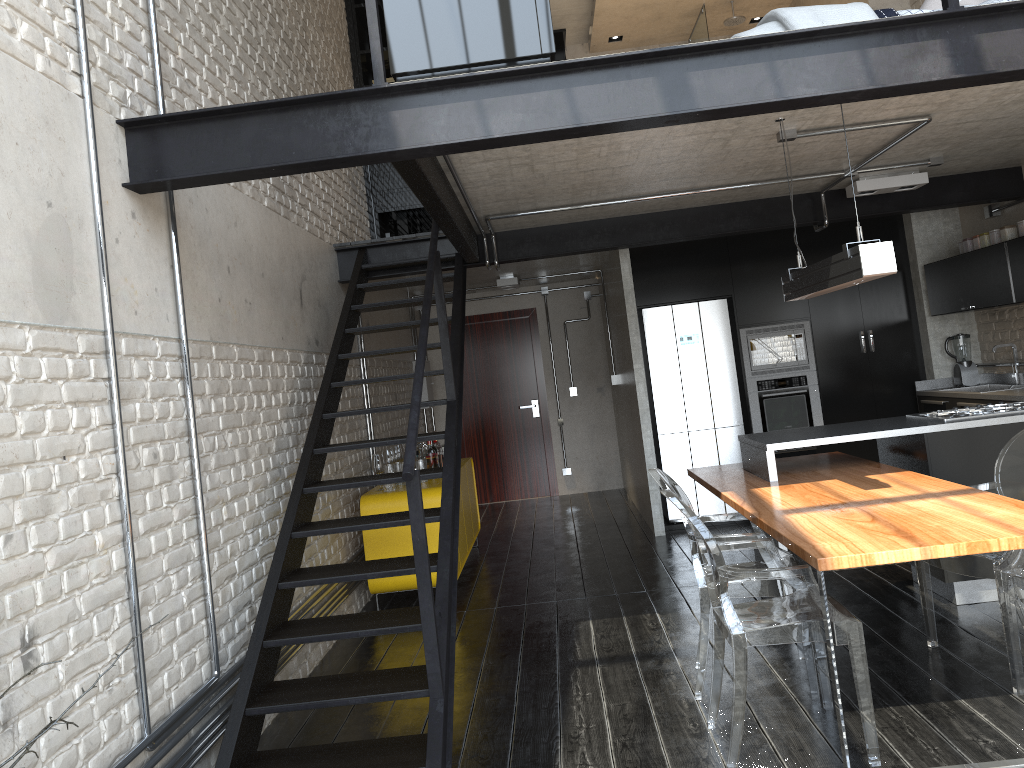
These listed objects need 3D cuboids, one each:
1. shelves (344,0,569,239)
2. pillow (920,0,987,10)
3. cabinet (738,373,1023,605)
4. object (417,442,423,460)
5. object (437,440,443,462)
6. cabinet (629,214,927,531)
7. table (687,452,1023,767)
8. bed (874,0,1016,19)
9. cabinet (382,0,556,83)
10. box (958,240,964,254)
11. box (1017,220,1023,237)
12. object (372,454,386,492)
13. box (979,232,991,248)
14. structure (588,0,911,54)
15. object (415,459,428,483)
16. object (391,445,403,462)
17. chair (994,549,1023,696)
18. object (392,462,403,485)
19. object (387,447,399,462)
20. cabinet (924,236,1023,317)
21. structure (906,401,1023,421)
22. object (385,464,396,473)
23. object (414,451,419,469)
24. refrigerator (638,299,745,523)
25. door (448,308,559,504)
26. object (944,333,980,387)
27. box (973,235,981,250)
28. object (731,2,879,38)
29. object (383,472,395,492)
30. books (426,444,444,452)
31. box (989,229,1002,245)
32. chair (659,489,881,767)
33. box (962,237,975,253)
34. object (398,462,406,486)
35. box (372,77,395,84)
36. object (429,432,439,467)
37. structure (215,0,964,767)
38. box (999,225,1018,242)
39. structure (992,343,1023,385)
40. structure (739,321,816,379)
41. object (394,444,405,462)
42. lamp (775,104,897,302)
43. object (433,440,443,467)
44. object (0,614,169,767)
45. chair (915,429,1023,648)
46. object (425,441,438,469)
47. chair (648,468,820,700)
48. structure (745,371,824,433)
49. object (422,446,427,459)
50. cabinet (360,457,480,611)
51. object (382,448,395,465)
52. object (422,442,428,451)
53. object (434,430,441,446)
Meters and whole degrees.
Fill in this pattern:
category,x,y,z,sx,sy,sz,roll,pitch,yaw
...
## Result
category,x,y,z,sx,sy,sz,roll,pitch,yaw
shelves,-0.305,-2.535,9.236,2.123,2.799,2.669,-7,-2,2
pillow,2.761,-2.161,5.145,1.144,0.735,2.133,-7,0,1
cabinet,2.611,0.570,5.814,2.430,1.007,2.741,-7,0,2
object,-0.678,0.545,6.574,0.114,0.293,0.114,-8,-3,30
object,-0.563,0.524,6.703,0.081,0.308,0.081,-7,-3,-3
cabinet,2.274,-0.140,7.634,2.319,2.482,0.551,-7,-3,2
table,1.525,0.848,4.092,0.927,0.735,2.669,-7,0,2
bed,2.163,-1.838,5.369,2.694,0.843,4.472,-7,0,2
cabinet,-0.101,-1.416,4.808,0.606,0.553,3.175,-7,0,3
box,3.404,-1.024,6.628,0.081,0.111,0.081,-7,-2,2
box,3.366,-1.015,5.780,0.081,0.111,0.081,-7,-2,2
object,-0.895,0.597,5.971,0.093,0.245,0.092,-6,-3,-15
box,3.386,-1.020,6.293,0.081,0.111,0.081,-7,-2,2
structure,2.312,-2.776,9.093,2.592,2.960,2.785,-7,-2,2
object,-0.630,0.609,6.197,0.087,0.156,0.087,-7,-3,15
object,-0.866,0.589,6.681,0.093,0.245,0.092,-5,-4,-37
chair,2.144,0.674,3.145,0.590,0.943,0.538,-7,-2,-3
object,-0.791,0.628,6.206,0.087,0.156,0.087,-7,-3,15
object,-0.880,0.592,6.549,0.093,0.245,0.092,-5,-4,-37
cabinet,3.450,-0.754,5.205,0.399,0.422,3.888,-7,0,3
structure,2.665,0.132,4.855,0.811,0.026,0.501,-7,0,2
object,-0.837,0.634,6.118,0.087,0.156,0.087,-7,-3,15
object,-0.689,0.589,6.443,0.087,0.206,0.087,-8,-3,27
refrigerator,1.572,0.226,7.631,0.724,1.830,0.497,-7,-3,2
door,-0.143,0.265,10.482,1.133,2.223,0.194,-7,-3,2
object,3.579,-0.190,7.061,0.223,0.424,0.161,-7,-3,2
box,3.387,-1.021,6.389,0.081,0.111,0.081,-7,-2,2
object,1.470,-1.648,5.148,0.681,0.661,2.514,-7,0,4
object,-0.816,0.650,5.859,0.096,0.120,0.095,-5,-2,-36
books,-0.619,0.551,7.571,0.259,0.038,0.325,-7,0,4
box,3.381,-1.019,6.156,0.081,0.111,0.081,-7,-2,2
chair,0.891,0.824,3.217,0.590,0.943,0.539,-7,-2,2
box,3.389,-1.022,6.535,0.081,0.111,0.081,-7,-2,2
object,-0.734,0.621,6.127,0.087,0.156,0.087,-7,-3,15
box,-1.072,-2.761,8.227,0.401,0.083,0.295,-7,0,2
object,-0.582,0.515,6.485,0.080,0.330,0.079,-6,-3,-7
structure,1.292,-0.444,4.716,4.782,3.351,3.780,-7,-1,2
box,3.375,-1.017,6.010,0.081,0.111,0.081,-7,-2,2
structure,3.662,-0.142,6.566,0.177,0.312,0.089,-7,-3,2
structure,2.228,-0.287,7.610,0.581,0.422,0.447,-7,-1,2
object,-0.861,0.588,6.805,0.093,0.245,0.092,-5,-4,-37
lamp,1.295,-0.840,3.745,0.125,0.893,1.086,-7,-1,3
object,-0.559,0.549,6.585,0.067,0.258,0.099,-7,-3,7
object,-0.750,0.557,1.237,0.352,0.784,0.696,-7,-2,0
chair,2.145,0.670,3.813,0.591,0.943,0.538,-6,-3,-13
object,-0.584,0.528,6.373,0.081,0.310,0.081,-6,-3,-6
chair,0.948,0.813,3.856,0.589,0.943,0.539,-7,-3,12
structure,2.285,0.200,7.563,0.581,0.559,0.484,-7,-2,2
object,-0.662,0.582,6.701,0.100,0.212,0.100,-8,-3,17
cabinet,-0.625,1.071,6.774,0.548,0.771,2.197,-7,0,2
object,-0.891,0.594,6.426,0.093,0.245,0.092,-5,-4,-37
object,-0.713,0.569,7.196,0.119,0.240,0.119,-8,-3,19
object,-0.574,0.517,6.790,0.073,0.322,0.072,-6,-3,-7
